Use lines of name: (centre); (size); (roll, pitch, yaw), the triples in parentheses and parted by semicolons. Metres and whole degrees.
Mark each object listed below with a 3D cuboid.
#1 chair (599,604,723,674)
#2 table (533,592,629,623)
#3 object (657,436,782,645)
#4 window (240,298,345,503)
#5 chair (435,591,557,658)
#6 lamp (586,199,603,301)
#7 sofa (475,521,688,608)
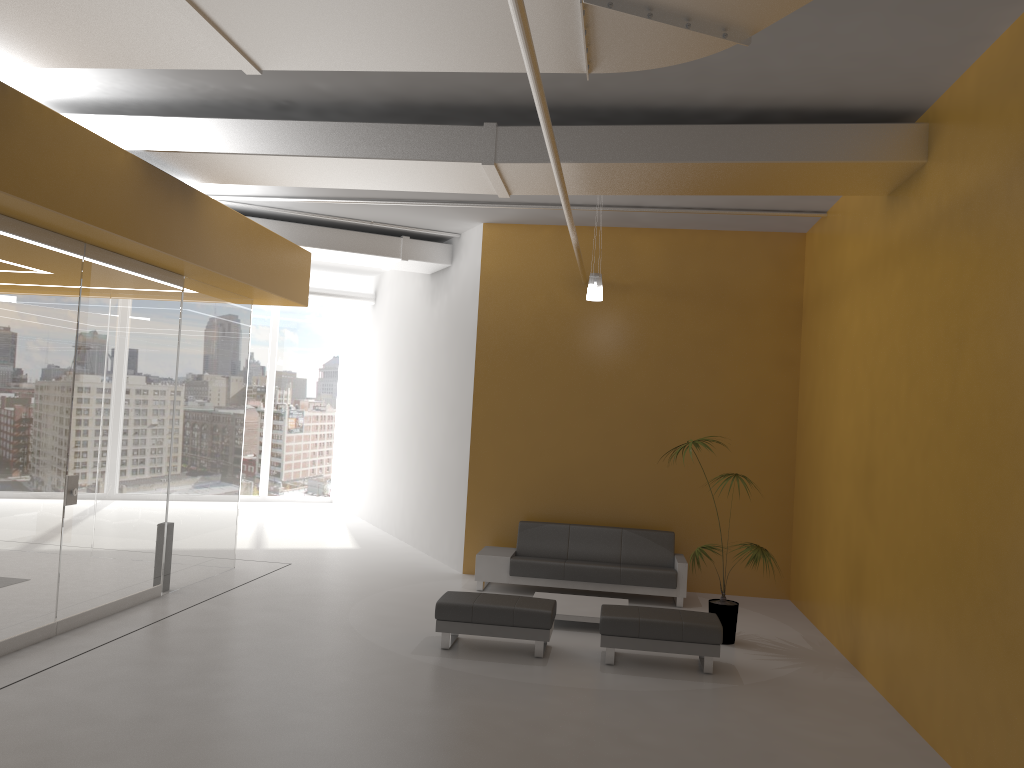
chair: (1.257, 2.173, 7.606); (1.012, 0.423, 0.575); (3, -2, 7)
table: (0.685, 2.330, 9.048); (1.000, 0.150, 1.000); (3, -2, 7)
object: (1.957, 1.478, 8.489); (0.912, 1.956, 1.222); (5, -3, -42)
window: (-6.277, 0.072, 17.677); (8.533, 4.498, 0.100); (4, -2, -23)
chair: (-0.136, 2.100, 7.800); (1.012, 0.423, 0.575); (3, -2, 7)
lamp: (0.884, -1.475, 9.154); (0.174, 1.227, 0.174); (5, -3, -42)
sofa: (0.818, 2.084, 10.439); (2.400, 0.761, 0.860); (3, -2, 7)
